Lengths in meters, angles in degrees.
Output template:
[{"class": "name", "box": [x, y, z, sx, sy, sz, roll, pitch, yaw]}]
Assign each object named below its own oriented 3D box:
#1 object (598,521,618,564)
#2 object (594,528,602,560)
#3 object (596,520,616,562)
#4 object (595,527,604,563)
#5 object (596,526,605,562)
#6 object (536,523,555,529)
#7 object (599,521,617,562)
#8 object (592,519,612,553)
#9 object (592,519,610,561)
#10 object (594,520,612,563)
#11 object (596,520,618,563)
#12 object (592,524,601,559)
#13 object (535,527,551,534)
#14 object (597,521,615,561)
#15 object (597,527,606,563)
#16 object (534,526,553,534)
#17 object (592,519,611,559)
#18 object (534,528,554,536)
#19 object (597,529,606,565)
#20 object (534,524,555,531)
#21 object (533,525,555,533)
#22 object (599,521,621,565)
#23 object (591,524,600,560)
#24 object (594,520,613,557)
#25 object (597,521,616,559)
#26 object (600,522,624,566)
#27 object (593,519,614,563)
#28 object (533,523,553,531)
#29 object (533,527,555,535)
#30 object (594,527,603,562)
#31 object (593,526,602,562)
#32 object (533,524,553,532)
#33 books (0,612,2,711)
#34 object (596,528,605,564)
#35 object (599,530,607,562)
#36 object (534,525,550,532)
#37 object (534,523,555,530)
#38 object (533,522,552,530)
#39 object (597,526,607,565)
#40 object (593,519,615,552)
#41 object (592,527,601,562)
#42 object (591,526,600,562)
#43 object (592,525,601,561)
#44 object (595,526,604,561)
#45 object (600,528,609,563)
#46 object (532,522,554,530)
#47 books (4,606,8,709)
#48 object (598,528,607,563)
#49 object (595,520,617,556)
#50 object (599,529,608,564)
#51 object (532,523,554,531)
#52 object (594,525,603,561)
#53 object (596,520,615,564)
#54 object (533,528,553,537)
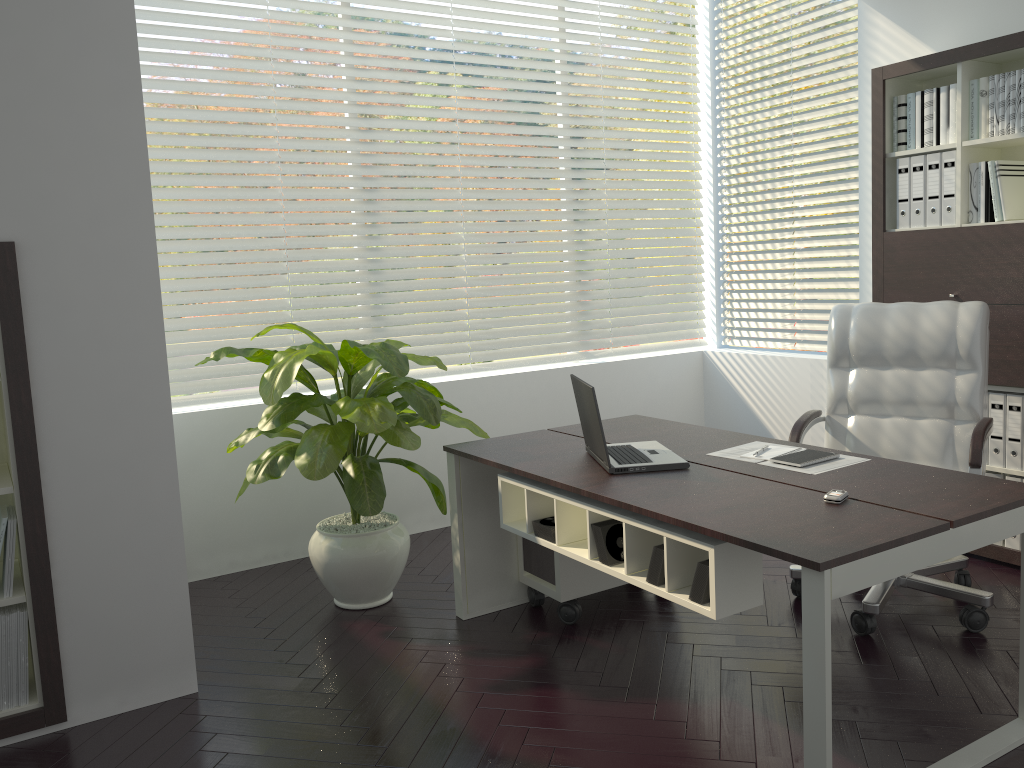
[{"class": "object", "box": [0.333, 0.487, 2.751, 0.133, 0.113, 0.039, -7, 8, -31]}, {"class": "object", "box": [0.322, 0.486, 2.769, 0.133, 0.113, 0.040, -7, 8, -31]}, {"class": "object", "box": [0.325, 0.486, 2.763, 0.133, 0.113, 0.039, -7, 8, -31]}, {"class": "object", "box": [0.325, 0.487, 2.763, 0.133, 0.113, 0.040, -7, 8, -31]}, {"class": "object", "box": [0.329, 0.487, 2.757, 0.133, 0.113, 0.040, -7, 8, -31]}, {"class": "object", "box": [0.156, 0.473, 3.041, 0.133, 0.002, 0.119, -7, 9, -31]}, {"class": "object", "box": [0.332, 0.487, 2.753, 0.133, 0.113, 0.039, -7, 8, -31]}, {"class": "object", "box": [0.317, 0.485, 2.777, 0.133, 0.113, 0.039, -7, 8, -31]}, {"class": "object", "box": [0.315, 0.485, 2.781, 0.133, 0.113, 0.039, -7, 8, -31]}, {"class": "object", "box": [0.322, 0.486, 2.769, 0.133, 0.113, 0.039, -7, 8, -31]}, {"class": "object", "box": [0.328, 0.487, 2.759, 0.133, 0.113, 0.039, -7, 8, -31]}, {"class": "object", "box": [0.319, 0.486, 2.773, 0.133, 0.113, 0.040, -7, 8, -31]}, {"class": "object", "box": [0.159, 0.488, 3.038, 0.133, 0.002, 0.119, -7, 9, -31]}, {"class": "object", "box": [0.329, 0.487, 2.757, 0.133, 0.113, 0.039, -7, 8, -31]}, {"class": "object", "box": [0.331, 0.487, 2.753, 0.133, 0.113, 0.040, -7, 8, -31]}, {"class": "object", "box": [0.159, 0.486, 3.038, 0.133, 0.002, 0.119, -7, 9, -31]}, {"class": "object", "box": [0.316, 0.485, 2.779, 0.133, 0.113, 0.039, -7, 8, -31]}, {"class": "object", "box": [0.160, 0.493, 3.037, 0.133, 0.002, 0.119, -7, 9, -31]}, {"class": "object", "box": [0.330, 0.487, 2.755, 0.133, 0.113, 0.040, -7, 8, -31]}, {"class": "object", "box": [0.157, 0.479, 3.039, 0.133, 0.002, 0.119, -7, 9, -31]}, {"class": "object", "box": [0.158, 0.484, 3.039, 0.133, 0.002, 0.119, -7, 9, -31]}, {"class": "object", "box": [0.335, 0.488, 2.747, 0.133, 0.113, 0.039, -7, 8, -31]}, {"class": "object", "box": [0.316, 0.485, 2.779, 0.133, 0.113, 0.040, -7, 8, -31]}, {"class": "object", "box": [0.323, 0.486, 2.767, 0.133, 0.113, 0.039, -7, 8, -31]}, {"class": "object", "box": [0.330, 0.487, 2.755, 0.133, 0.113, 0.039, -7, 8, -31]}, {"class": "object", "box": [0.340, 0.489, 2.740, 0.133, 0.113, 0.039, -7, 8, -31]}, {"class": "object", "box": [0.319, 0.485, 2.773, 0.133, 0.113, 0.039, -7, 8, -31]}, {"class": "object", "box": [0.157, 0.477, 3.040, 0.133, 0.002, 0.119, -7, 9, -31]}, {"class": "object", "box": [0.160, 0.491, 3.037, 0.133, 0.002, 0.119, -7, 9, -31]}, {"class": "object", "box": [0.323, 0.486, 2.767, 0.133, 0.113, 0.040, -7, 8, -31]}, {"class": "object", "box": [0.320, 0.486, 2.771, 0.133, 0.113, 0.040, -7, 8, -31]}, {"class": "object", "box": [0.157, 0.479, 3.039, 0.133, 0.002, 0.119, -7, 9, -31]}, {"class": "books", "box": [-1.618, 0.846, 2.799, 0.032, 0.300, 0.217, -7, 8, -31]}, {"class": "object", "box": [0.328, 0.487, 2.759, 0.133, 0.113, 0.040, -7, 8, -31]}, {"class": "object", "box": [0.335, 0.488, 2.748, 0.133, 0.113, 0.040, -7, 8, -31]}, {"class": "object", "box": [0.158, 0.482, 3.039, 0.133, 0.002, 0.119, -7, 9, -31]}, {"class": "object", "box": [0.156, 0.475, 3.040, 0.133, 0.002, 0.119, -7, 9, -31]}, {"class": "object", "box": [0.156, 0.473, 3.041, 0.133, 0.002, 0.119, -7, 9, -31]}, {"class": "object", "box": [0.333, 0.488, 2.752, 0.133, 0.113, 0.040, -7, 8, -31]}, {"class": "object", "box": [0.321, 0.486, 2.771, 0.133, 0.113, 0.039, -7, 8, -31]}, {"class": "object", "box": [0.317, 0.485, 2.777, 0.133, 0.113, 0.040, -7, 8, -31]}, {"class": "object", "box": [0.314, 0.485, 2.781, 0.133, 0.113, 0.040, -7, 8, -31]}, {"class": "object", "box": [0.318, 0.485, 2.775, 0.133, 0.113, 0.040, -7, 8, -31]}, {"class": "object", "box": [0.327, 0.487, 2.761, 0.133, 0.113, 0.040, -7, 8, -31]}, {"class": "object", "box": [0.340, 0.489, 2.740, 0.133, 0.113, 0.040, -7, 8, -31]}, {"class": "object", "box": [0.156, 0.475, 3.040, 0.133, 0.002, 0.119, -7, 9, -31]}, {"class": "books", "box": [-1.605, 0.843, 2.809, 0.032, 0.302, 0.219, -7, 8, -31]}, {"class": "object", "box": [0.334, 0.488, 2.750, 0.133, 0.113, 0.040, -7, 8, -31]}, {"class": "object", "box": [0.327, 0.486, 2.761, 0.133, 0.113, 0.039, -7, 8, -31]}, {"class": "object", "box": [0.336, 0.488, 2.746, 0.133, 0.113, 0.040, -7, 8, -31]}, {"class": "object", "box": [0.157, 0.477, 3.040, 0.133, 0.002, 0.119, -7, 9, -31]}, {"class": "object", "box": [0.324, 0.486, 2.765, 0.133, 0.113, 0.040, -7, 8, -31]}, {"class": "object", "box": [0.324, 0.486, 2.765, 0.133, 0.113, 0.039, -7, 8, -31]}, {"class": "object", "box": [0.161, 0.495, 3.037, 0.133, 0.002, 0.119, -7, 9, -31]}]
